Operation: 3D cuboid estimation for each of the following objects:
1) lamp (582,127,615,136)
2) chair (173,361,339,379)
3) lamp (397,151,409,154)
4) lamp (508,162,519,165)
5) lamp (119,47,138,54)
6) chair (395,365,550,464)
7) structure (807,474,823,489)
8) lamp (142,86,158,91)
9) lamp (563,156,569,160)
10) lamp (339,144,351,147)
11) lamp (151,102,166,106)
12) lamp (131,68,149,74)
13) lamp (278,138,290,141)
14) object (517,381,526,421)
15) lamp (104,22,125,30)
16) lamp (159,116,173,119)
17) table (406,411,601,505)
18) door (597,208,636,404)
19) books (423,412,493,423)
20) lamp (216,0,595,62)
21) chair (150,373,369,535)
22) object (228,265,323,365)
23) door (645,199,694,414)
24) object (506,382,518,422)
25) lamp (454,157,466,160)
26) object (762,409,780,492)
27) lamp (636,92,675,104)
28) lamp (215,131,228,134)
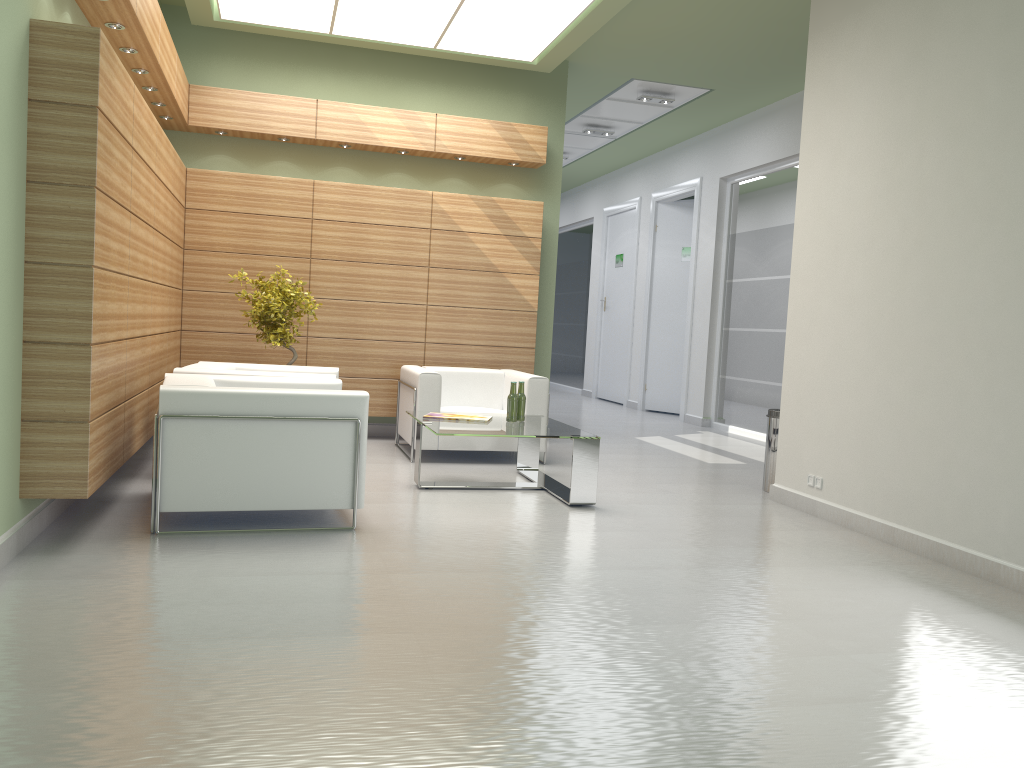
[{"bbox_3d":[1.901,-5.577,19.475,0.657,0.159,0.286,2,4,-15],"label":"lamp"},{"bbox_3d":[-2.996,0.416,10.695,1.769,1.234,1.894,3,4,-10],"label":"chair"},{"bbox_3d":[-1.697,-3.640,13.820,0.181,0.074,0.181,2,4,-21],"label":"lamp"},{"bbox_3d":[0.029,-3.572,14.284,0.181,0.074,0.181,2,4,-21],"label":"lamp"},{"bbox_3d":[-3.966,-3.477,9.174,0.181,0.074,0.181,0,5,-43],"label":"lamp"},{"bbox_3d":[-0.610,0.417,12.824,1.894,1.234,1.802,2,4,-15],"label":"chair"},{"bbox_3d":[3.335,1.071,9.770,0.017,0.118,0.262,2,4,-15],"label":"structure"},{"bbox_3d":[-4.379,-3.598,10.729,0.181,0.074,0.181,1,4,-32],"label":"lamp"},{"bbox_3d":[1.084,-5.816,22.548,0.657,0.159,0.286,2,4,-15],"label":"lamp"},{"bbox_3d":[-2.556,-3.675,13.589,0.181,0.074,0.181,6,4,35],"label":"lamp"},{"bbox_3d":[-4.589,-3.660,11.519,0.181,0.074,0.181,0,5,-43],"label":"lamp"},{"bbox_3d":[-4.174,-3.538,9.959,0.181,0.074,0.181,1,4,-32],"label":"lamp"},{"bbox_3d":[-3.434,-3.709,13.353,0.181,0.074,0.181,2,4,-21],"label":"lamp"},{"bbox_3d":[0.101,0.206,10.593,0.131,0.475,0.131,6,5,40],"label":"object"},{"bbox_3d":[-3.760,-3.417,8.401,0.181,0.074,0.181,1,4,-32],"label":"lamp"},{"bbox_3d":[-4.796,-3.720,12.298,0.181,0.074,0.181,1,4,-32],"label":"lamp"},{"bbox_3d":[-0.215,0.819,10.297,1.783,0.742,2.197,2,4,-15],"label":"table"},{"bbox_3d":[2.799,-2.081,23.990,0.250,5.083,2.089,2,4,-15],"label":"door"},{"bbox_3d":[-0.637,0.395,10.516,0.762,0.025,0.508,4,4,5],"label":"books"},{"bbox_3d":[-1.236,-5.004,10.590,4.571,0.325,5.060,2,4,-15],"label":"lamp"},{"bbox_3d":[-2.416,0.590,8.450,1.802,1.234,1.894,2,4,-20],"label":"chair"},{"bbox_3d":[-3.336,-0.376,12.238,1.116,2.565,1.201,7,5,43],"label":"object"},{"bbox_3d":[4.185,-1.818,21.053,0.134,5.083,2.089,0,5,-45],"label":"door"},{"bbox_3d":[0.007,0.210,10.443,0.131,0.475,0.131,6,5,40],"label":"object"},{"bbox_3d":[-0.825,-3.606,14.054,0.181,0.074,0.181,6,4,35],"label":"lamp"},{"bbox_3d":[3.417,0.845,11.159,0.483,1.027,0.482,0,5,-44],"label":"object"},{"bbox_3d":[2.683,-5.348,16.534,0.657,0.159,0.286,2,4,-15],"label":"lamp"},{"bbox_3d":[-4.302,-3.744,13.119,0.181,0.074,0.181,2,4,-21],"label":"lamp"}]
